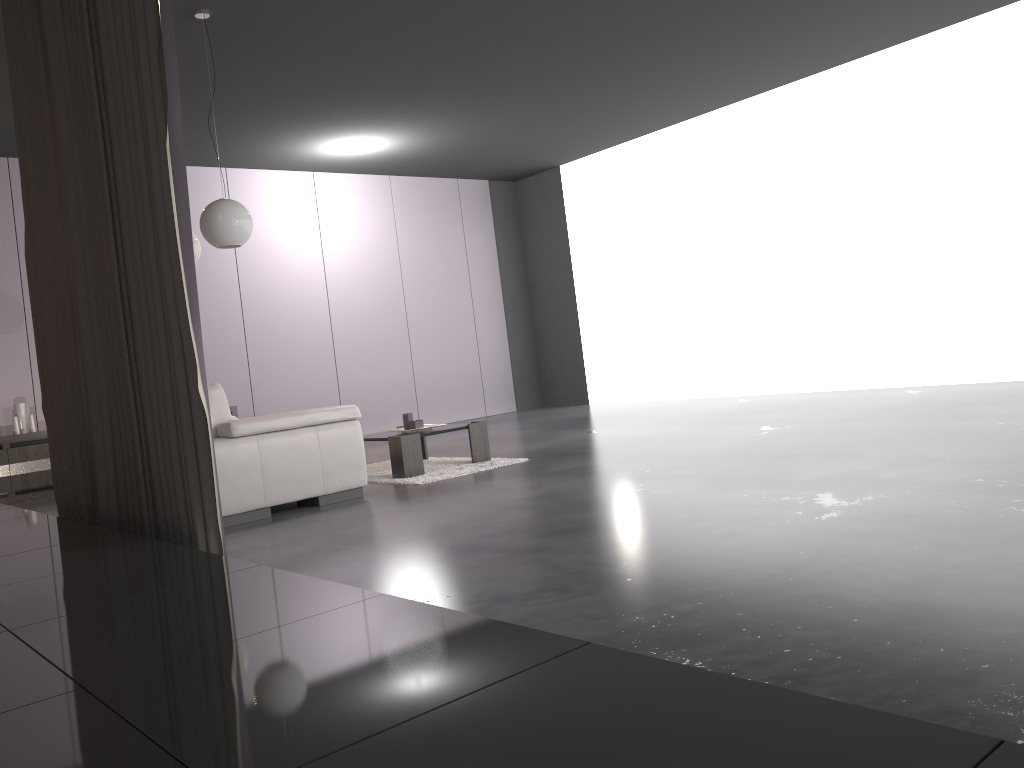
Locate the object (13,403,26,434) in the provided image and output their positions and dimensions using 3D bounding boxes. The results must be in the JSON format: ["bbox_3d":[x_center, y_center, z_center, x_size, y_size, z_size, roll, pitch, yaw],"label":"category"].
[{"bbox_3d":[-4.210,0.296,7.590,0.089,0.264,0.089,-7,-1,11],"label":"object"}]

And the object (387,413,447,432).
[{"bbox_3d":[-0.661,0.254,6.083,0.305,0.137,0.303,-8,1,-35],"label":"object"}]

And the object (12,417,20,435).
[{"bbox_3d":[-4.193,0.353,7.484,0.051,0.152,0.051,-7,-1,29],"label":"object"}]

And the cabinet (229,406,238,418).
[{"bbox_3d":[-3.147,0.555,8.351,1.075,0.555,0.376,-8,0,-40],"label":"cabinet"}]

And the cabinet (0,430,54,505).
[{"bbox_3d":[-4.245,0.718,7.418,1.075,0.555,0.376,-8,0,-40],"label":"cabinet"}]

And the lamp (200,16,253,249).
[{"bbox_3d":[-1.792,-1.529,5.356,0.306,1.416,0.307,-7,-1,18],"label":"lamp"}]

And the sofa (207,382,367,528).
[{"bbox_3d":[-1.778,0.298,6.178,1.874,0.859,2.853,-8,2,-40],"label":"sofa"}]

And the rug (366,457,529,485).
[{"bbox_3d":[-0.694,0.589,6.146,0.919,0.023,1.522,-8,2,-40],"label":"rug"}]

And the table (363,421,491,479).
[{"bbox_3d":[-0.713,0.452,6.166,0.703,0.271,0.902,-8,2,-40],"label":"table"}]

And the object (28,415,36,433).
[{"bbox_3d":[-4.101,0.340,7.562,0.051,0.152,0.051,-7,-1,29],"label":"object"}]

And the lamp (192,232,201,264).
[{"bbox_3d":[-2.338,-1.482,6.010,0.307,1.416,0.306,-6,-1,-37],"label":"lamp"}]

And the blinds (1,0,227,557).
[{"bbox_3d":[-1.381,-0.745,3.184,0.249,2.999,3.278,-6,0,-40],"label":"blinds"}]

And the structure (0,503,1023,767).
[{"bbox_3d":[-2.069,0.707,3.017,1.003,0.300,8.745,-8,2,-40],"label":"structure"}]
